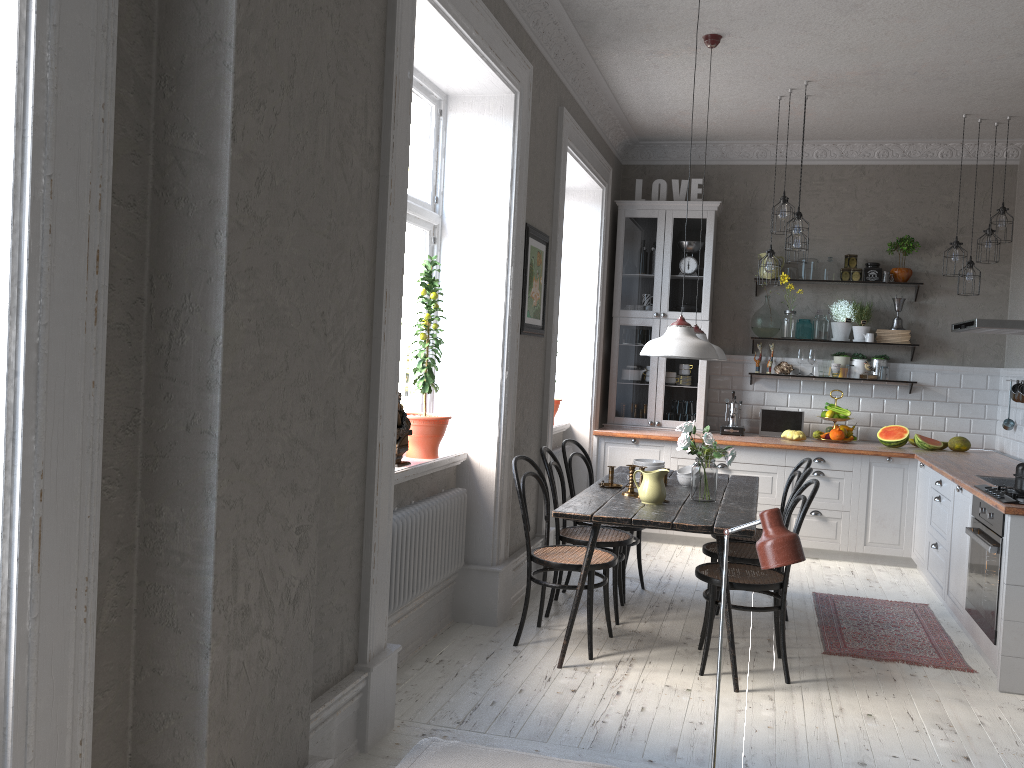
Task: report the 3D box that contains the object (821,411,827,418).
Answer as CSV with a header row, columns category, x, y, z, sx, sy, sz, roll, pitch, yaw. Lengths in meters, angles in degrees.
category,x,y,z,sx,sy,sz,roll,pitch,yaw
object,2.546,0.255,7.159,0.095,0.078,0.101,3,2,2

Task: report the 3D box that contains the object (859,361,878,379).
category,x,y,z,sx,sy,sz,roll,pitch,yaw
object,2.911,-0.112,7.212,0.120,0.147,0.099,2,2,-18

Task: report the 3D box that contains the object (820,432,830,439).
category,x,y,z,sx,sy,sz,roll,pitch,yaw
object,2.524,0.417,7.145,0.090,0.057,0.083,1,3,-43

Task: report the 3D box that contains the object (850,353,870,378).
category,x,y,z,sx,sy,sz,roll,pitch,yaw
object,2.866,-0.152,7.314,0.170,0.214,0.150,5,3,45

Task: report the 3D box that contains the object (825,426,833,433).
category,x,y,z,sx,sy,sz,roll,pitch,yaw
object,2.608,0.381,7.216,0.077,0.076,0.157,5,3,41

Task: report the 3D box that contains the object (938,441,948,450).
category,x,y,z,sx,sy,sz,roll,pitch,yaw
object,3.334,0.477,6.915,0.203,0.073,0.118,2,2,-22

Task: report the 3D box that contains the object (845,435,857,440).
category,x,y,z,sx,sy,sz,roll,pitch,yaw
object,2.697,0.423,7.187,0.055,0.044,0.212,2,2,-37

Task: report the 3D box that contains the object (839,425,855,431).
category,x,y,z,sx,sy,sz,roll,pitch,yaw
object,2.701,0.360,7.142,0.126,0.056,0.060,3,2,6

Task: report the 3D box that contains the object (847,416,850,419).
category,x,y,z,sx,sy,sz,roll,pitch,yaw
object,2.694,0.269,7.127,0.051,0.050,0.050,4,2,24

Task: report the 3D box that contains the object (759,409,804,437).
category,x,y,z,sx,sy,sz,roll,pitch,yaw
object,2.212,0.328,7.276,0.348,0.226,0.089,3,2,14

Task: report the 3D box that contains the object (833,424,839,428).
category,x,y,z,sx,sy,sz,roll,pitch,yaw
object,2.637,0.373,7.202,0.085,0.093,0.087,3,2,11

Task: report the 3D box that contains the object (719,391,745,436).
category,x,y,z,sx,sy,sz,roll,pitch,yaw
object,1.818,0.236,7.281,0.203,0.370,0.357,3,2,15

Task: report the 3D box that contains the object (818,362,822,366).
category,x,y,z,sx,sy,sz,roll,pitch,yaw
object,2.581,-0.138,7.368,0.076,0.083,0.079,4,2,33

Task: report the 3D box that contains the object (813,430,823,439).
category,x,y,z,sx,sy,sz,roll,pitch,yaw
object,2.496,0.411,7.190,0.075,0.072,0.155,5,3,44

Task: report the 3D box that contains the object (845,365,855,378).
category,x,y,z,sx,sy,sz,roll,pitch,yaw
object,2.768,-0.104,7.256,0.077,0.108,0.078,3,2,8

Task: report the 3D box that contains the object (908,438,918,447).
category,x,y,z,sx,sy,sz,roll,pitch,yaw
object,3.246,0.472,7.037,0.196,0.067,0.104,4,2,21

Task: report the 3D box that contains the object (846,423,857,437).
category,x,y,z,sx,sy,sz,roll,pitch,yaw
object,2.725,0.368,7.128,0.060,0.120,0.128,4,2,39

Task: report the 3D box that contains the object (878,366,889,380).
category,x,y,z,sx,sy,sz,roll,pitch,yaw
object,3.010,-0.088,7.169,0.077,0.108,0.078,3,2,8

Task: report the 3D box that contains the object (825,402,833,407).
category,x,y,z,sx,sy,sz,roll,pitch,yaw
object,2.554,0.176,7.128,0.073,0.058,0.050,3,2,-9

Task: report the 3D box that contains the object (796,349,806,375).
category,x,y,z,sx,sy,sz,roll,pitch,yaw
object,2.408,-0.181,7.395,0.082,0.217,0.082,3,2,1

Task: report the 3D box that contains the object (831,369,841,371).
category,x,y,z,sx,sy,sz,roll,pitch,yaw
object,2.642,-0.098,7.230,0.077,0.051,0.077,3,2,8

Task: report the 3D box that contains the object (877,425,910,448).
category,x,y,z,sx,sy,sz,roll,pitch,yaw
object,2.959,0.409,6.877,0.231,0.174,0.222,4,2,37

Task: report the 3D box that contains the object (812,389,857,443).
category,x,y,z,sx,sy,sz,roll,pitch,yaw
object,2.606,0.256,7.139,0.352,0.425,0.352,3,2,0

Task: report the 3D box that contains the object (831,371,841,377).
category,x,y,z,sx,sy,sz,roll,pitch,yaw
object,2.641,-0.081,7.231,0.077,0.051,0.077,3,2,8

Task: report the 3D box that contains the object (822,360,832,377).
category,x,y,z,sx,sy,sz,roll,pitch,yaw
object,2.590,-0.129,7.288,0.079,0.139,0.078,2,2,-12

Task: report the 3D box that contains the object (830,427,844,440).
category,x,y,z,sx,sy,sz,roll,pitch,yaw
object,2.576,0.397,7.020,0.114,0.110,0.110,2,2,-18

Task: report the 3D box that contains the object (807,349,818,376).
category,x,y,z,sx,sy,sz,roll,pitch,yaw
object,2.468,-0.174,7.283,0.082,0.217,0.082,3,2,1

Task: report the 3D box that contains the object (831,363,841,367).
category,x,y,z,sx,sy,sz,roll,pitch,yaw
object,2.644,-0.141,7.229,0.077,0.051,0.077,3,2,1

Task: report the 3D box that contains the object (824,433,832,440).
category,x,y,z,sx,sy,sz,roll,pitch,yaw
object,2.542,0.426,7.157,0.070,0.076,0.229,3,2,-2

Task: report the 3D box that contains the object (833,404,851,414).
category,x,y,z,sx,sy,sz,roll,pitch,yaw
object,2.661,0.212,7.168,0.177,0.096,0.090,4,2,35

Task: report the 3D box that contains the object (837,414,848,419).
category,x,y,z,sx,sy,sz,roll,pitch,yaw
object,2.646,0.270,7.108,0.076,0.062,0.099,3,2,-12

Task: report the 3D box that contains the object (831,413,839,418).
category,x,y,z,sx,sy,sz,roll,pitch,yaw
object,2.583,0.266,7.088,0.063,0.061,0.067,3,2,15

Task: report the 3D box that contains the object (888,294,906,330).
category,x,y,z,sx,sy,sz,roll,pitch,yaw
object,3.137,-0.578,7.196,0.131,0.287,0.130,3,2,0

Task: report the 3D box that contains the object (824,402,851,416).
category,x,y,z,sx,sy,sz,roll,pitch,yaw
object,2.615,0.201,7.109,0.208,0.101,0.068,4,2,21

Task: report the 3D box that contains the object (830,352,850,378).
category,x,y,z,sx,sy,sz,roll,pitch,yaw
object,2.715,-0.165,7.342,0.157,0.217,0.155,3,2,-5

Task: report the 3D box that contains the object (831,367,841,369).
category,x,y,z,sx,sy,sz,roll,pitch,yaw
object,2.642,-0.115,7.230,0.076,0.051,0.079,4,2,34

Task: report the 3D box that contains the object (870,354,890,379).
category,x,y,z,sx,sy,sz,roll,pitch,yaw
object,3.027,-0.141,7.283,0.157,0.213,0.154,3,2,12

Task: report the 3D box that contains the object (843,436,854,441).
category,x,y,z,sx,sy,sz,roll,pitch,yaw
object,2.678,0.436,7.065,0.069,0.051,0.088,2,2,-27

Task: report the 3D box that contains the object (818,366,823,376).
category,x,y,z,sx,sy,sz,roll,pitch,yaw
object,2.580,-0.105,7.369,0.076,0.083,0.079,4,2,33

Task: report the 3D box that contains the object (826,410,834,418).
category,x,y,z,sx,sy,sz,roll,pitch,yaw
object,2.541,0.241,7.082,0.058,0.069,0.080,4,2,34

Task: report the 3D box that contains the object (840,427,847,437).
category,x,y,z,sx,sy,sz,roll,pitch,yaw
object,2.636,0.387,7.083,0.087,0.078,0.089,5,3,41

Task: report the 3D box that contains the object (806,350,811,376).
category,x,y,z,sx,sy,sz,roll,pitch,yaw
object,2.490,-0.176,7.370,0.082,0.217,0.082,3,2,1

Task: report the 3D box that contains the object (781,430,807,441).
category,x,y,z,sx,sy,sz,roll,pitch,yaw
object,2.246,0.409,7.058,0.195,0.083,0.191,3,2,15
